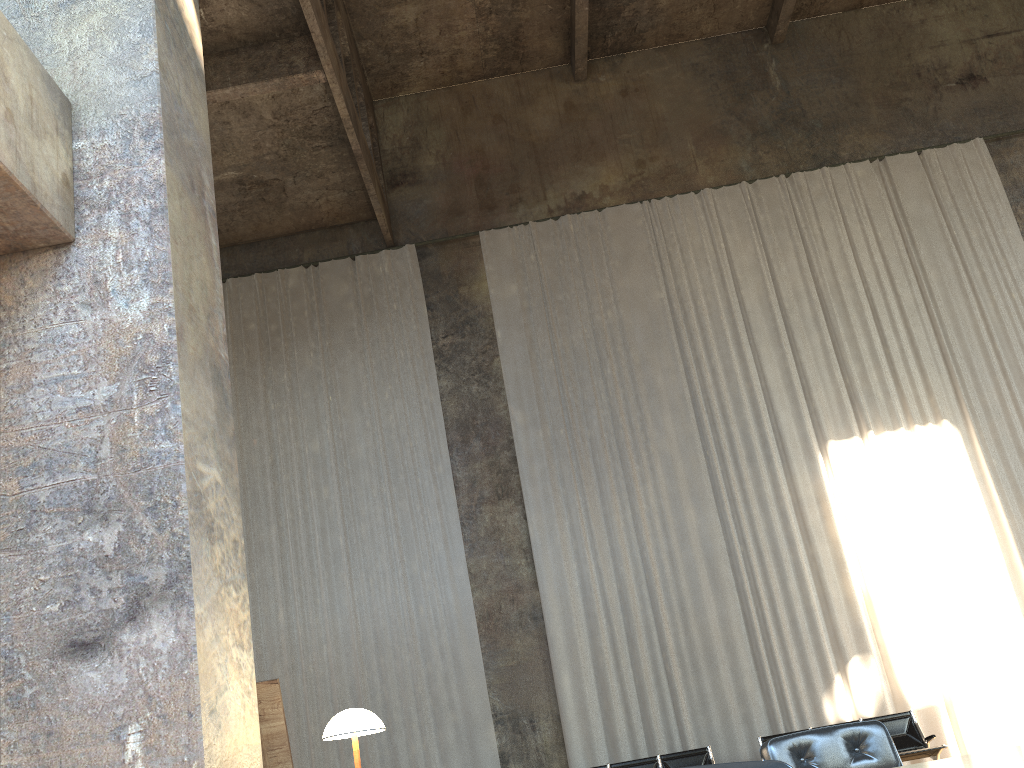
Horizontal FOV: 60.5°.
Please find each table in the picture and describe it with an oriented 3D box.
[{"bbox_3d":[1.448,1.338,2.204,1.103,0.672,2.515,-10,-23,0],"label":"table"}]

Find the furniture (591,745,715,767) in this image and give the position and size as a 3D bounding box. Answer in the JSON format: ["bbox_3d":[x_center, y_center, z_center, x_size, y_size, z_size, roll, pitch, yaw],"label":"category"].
[{"bbox_3d":[1.463,4.624,9.838,1.869,0.811,0.738,-10,-20,1],"label":"furniture"}]

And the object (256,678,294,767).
[{"bbox_3d":[-1.350,1.912,4.040,0.701,2.062,0.712,-10,-18,-1],"label":"object"}]

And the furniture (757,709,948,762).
[{"bbox_3d":[3.813,4.190,9.806,1.869,0.811,0.738,-10,-20,1],"label":"furniture"}]

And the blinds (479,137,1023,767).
[{"bbox_3d":[3.957,0.905,11.955,7.828,8.312,0.285,-11,-17,2],"label":"blinds"}]

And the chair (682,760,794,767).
[{"bbox_3d":[0.720,1.169,1.753,0.820,0.857,0.761,-1,-22,-24],"label":"chair"}]

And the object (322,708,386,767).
[{"bbox_3d":[-0.541,1.845,3.240,0.658,1.246,0.593,-11,-19,0],"label":"object"}]

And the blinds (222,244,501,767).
[{"bbox_3d":[-4.550,2.475,12.072,7.828,8.312,0.285,-11,-17,2],"label":"blinds"}]

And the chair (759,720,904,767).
[{"bbox_3d":[1.544,1.888,3.719,0.729,0.857,0.856,-9,-20,-4],"label":"chair"}]
